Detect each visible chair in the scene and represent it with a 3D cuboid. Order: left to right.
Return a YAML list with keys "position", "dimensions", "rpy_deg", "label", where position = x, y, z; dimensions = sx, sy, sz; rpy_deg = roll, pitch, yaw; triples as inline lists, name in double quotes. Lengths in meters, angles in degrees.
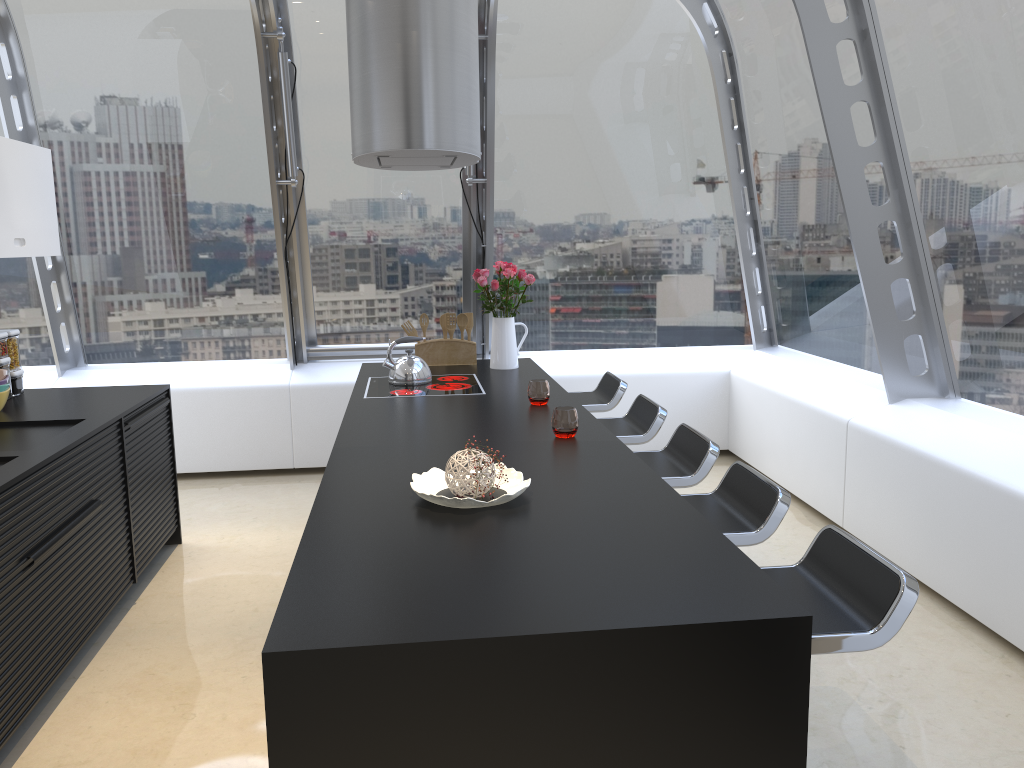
- position: [0.346, 0.383, 4.681]
  dimensions: [0.460, 0.857, 0.418]
  rpy_deg: [-2, 9, -6]
  label: "chair"
- position: [0.420, 0.497, 3.963]
  dimensions: [0.460, 0.857, 0.418]
  rpy_deg: [-2, 9, -6]
  label: "chair"
- position: [0.489, 0.602, 3.305]
  dimensions: [0.460, 0.857, 0.418]
  rpy_deg: [-2, 9, -6]
  label: "chair"
- position: [0.550, 0.696, 2.714]
  dimensions: [0.460, 0.857, 0.418]
  rpy_deg: [-2, 9, -6]
  label: "chair"
- position: [0.617, 0.798, 2.074]
  dimensions: [0.460, 0.857, 0.418]
  rpy_deg: [-2, 9, -6]
  label: "chair"

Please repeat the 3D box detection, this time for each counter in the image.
- position: [-1.940, 0.318, 2.697]
  dimensions: [0.804, 0.025, 3.738]
  rpy_deg: [-2, 9, -7]
  label: "counter"
- position: [-0.163, 0.163, 3.466]
  dimensions: [1.006, 0.018, 3.800]
  rpy_deg: [-2, 9, -7]
  label: "counter"

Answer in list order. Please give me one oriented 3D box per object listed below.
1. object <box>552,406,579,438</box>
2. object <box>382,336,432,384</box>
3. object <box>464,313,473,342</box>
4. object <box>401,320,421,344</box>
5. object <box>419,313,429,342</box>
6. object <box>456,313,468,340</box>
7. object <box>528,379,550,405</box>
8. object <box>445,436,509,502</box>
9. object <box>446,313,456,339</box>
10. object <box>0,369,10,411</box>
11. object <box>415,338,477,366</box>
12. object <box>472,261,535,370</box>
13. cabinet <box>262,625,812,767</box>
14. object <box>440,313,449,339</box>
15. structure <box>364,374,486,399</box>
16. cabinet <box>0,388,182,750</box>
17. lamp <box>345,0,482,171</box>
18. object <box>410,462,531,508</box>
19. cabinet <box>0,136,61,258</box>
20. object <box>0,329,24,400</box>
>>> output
- position: [0.192, 0.139, 3.202]
  dimensions: [0.095, 0.106, 0.095]
  rpy_deg: [-2, 9, -8]
  label: "object"
- position: [-0.525, -0.131, 4.541]
  dimensions: [0.221, 0.230, 0.221]
  rpy_deg: [3, 10, 25]
  label: "object"
- position: [-0.251, -0.266, 5.150]
  dimensions: [0.057, 0.294, 0.030]
  rpy_deg: [-2, 9, -6]
  label: "object"
- position: [-0.540, -0.240, 5.121]
  dimensions: [0.199, 0.259, 0.016]
  rpy_deg: [0, 9, 5]
  label: "object"
- position: [-0.504, -0.259, 5.125]
  dimensions: [0.055, 0.299, 0.027]
  rpy_deg: [-2, 9, -6]
  label: "object"
- position: [-0.286, -0.262, 5.129]
  dimensions: [0.068, 0.298, 0.039]
  rpy_deg: [-2, 9, -6]
  label: "object"
- position: [0.116, 0.037, 3.846]
  dimensions: [0.095, 0.106, 0.095]
  rpy_deg: [1, 9, 14]
  label: "object"
- position: [-0.112, 0.238, 2.461]
  dimensions: [0.190, 0.191, 0.165]
  rpy_deg: [3, 10, 21]
  label: "object"
- position: [-0.349, -0.260, 5.120]
  dimensions: [0.057, 0.299, 0.019]
  rpy_deg: [-2, 9, -6]
  label: "object"
- position: [-2.277, 0.029, 3.831]
  dimensions: [0.185, 0.205, 0.205]
  rpy_deg: [-4, 10, -18]
  label: "object"
- position: [-0.384, -0.183, 5.139]
  dimensions: [0.353, 0.157, 0.084]
  rpy_deg: [-2, 9, -6]
  label: "object"
- position: [-0.045, -0.384, 4.926]
  dimensions: [0.350, 0.596, 0.327]
  rpy_deg: [-1, 9, 0]
  label: "object"
- position: [-0.157, 0.586, 3.534]
  dimensions: [1.007, 0.838, 3.800]
  rpy_deg: [-2, 9, -7]
  label: "cabinet"
- position: [-0.385, -0.262, 5.136]
  dimensions: [0.061, 0.299, 0.040]
  rpy_deg: [-2, 9, -8]
  label: "object"
- position: [-0.439, 0.025, 4.410]
  dimensions: [0.562, 0.041, 0.640]
  rpy_deg: [-2, 9, -7]
  label: "structure"
- position: [-1.866, -0.171, 1.904]
  dimensions: [0.831, 2.901, 5.157]
  rpy_deg: [-2, 9, -7]
  label: "cabinet"
- position: [-0.462, -1.537, 4.161]
  dimensions: [0.606, 0.966, 1.112]
  rpy_deg: [-2, 9, -7]
  label: "lamp"
- position: [-0.116, 0.297, 2.481]
  dimensions: [0.334, 0.078, 0.329]
  rpy_deg: [-4, 10, -19]
  label: "object"
- position: [-2.196, -0.595, 2.521]
  dimensions: [0.343, 0.515, 3.741]
  rpy_deg: [-2, 9, -7]
  label: "cabinet"
- position: [-2.428, -0.082, 4.162]
  dimensions: [0.113, 0.315, 0.365]
  rpy_deg: [-2, 9, -7]
  label: "object"
